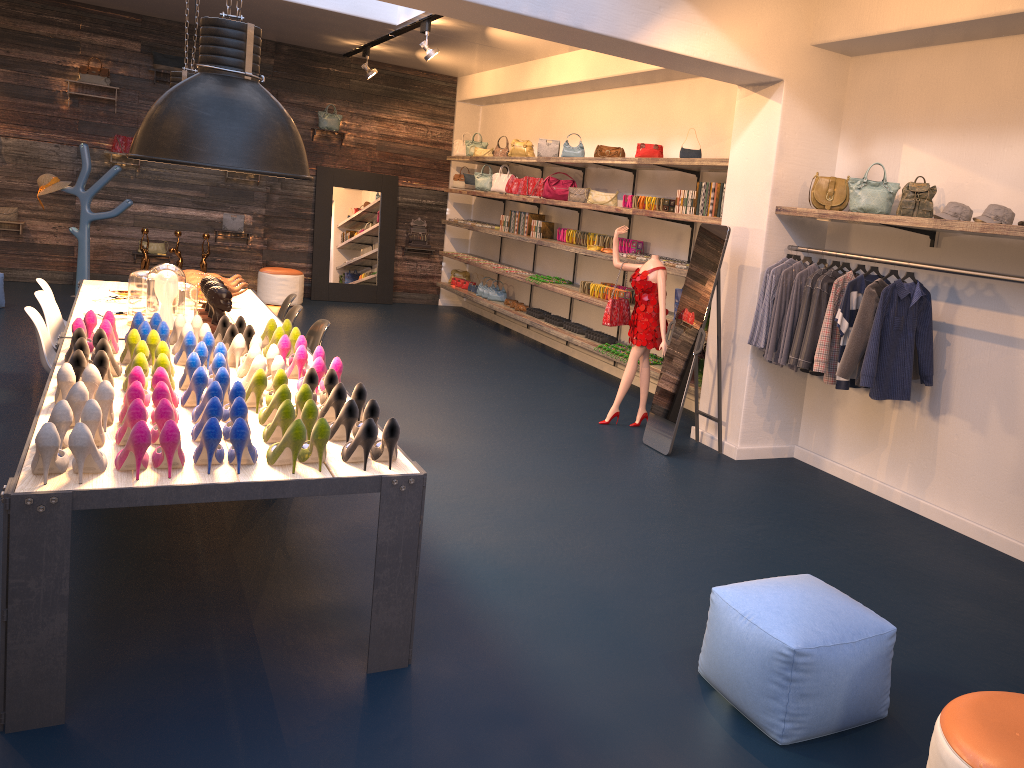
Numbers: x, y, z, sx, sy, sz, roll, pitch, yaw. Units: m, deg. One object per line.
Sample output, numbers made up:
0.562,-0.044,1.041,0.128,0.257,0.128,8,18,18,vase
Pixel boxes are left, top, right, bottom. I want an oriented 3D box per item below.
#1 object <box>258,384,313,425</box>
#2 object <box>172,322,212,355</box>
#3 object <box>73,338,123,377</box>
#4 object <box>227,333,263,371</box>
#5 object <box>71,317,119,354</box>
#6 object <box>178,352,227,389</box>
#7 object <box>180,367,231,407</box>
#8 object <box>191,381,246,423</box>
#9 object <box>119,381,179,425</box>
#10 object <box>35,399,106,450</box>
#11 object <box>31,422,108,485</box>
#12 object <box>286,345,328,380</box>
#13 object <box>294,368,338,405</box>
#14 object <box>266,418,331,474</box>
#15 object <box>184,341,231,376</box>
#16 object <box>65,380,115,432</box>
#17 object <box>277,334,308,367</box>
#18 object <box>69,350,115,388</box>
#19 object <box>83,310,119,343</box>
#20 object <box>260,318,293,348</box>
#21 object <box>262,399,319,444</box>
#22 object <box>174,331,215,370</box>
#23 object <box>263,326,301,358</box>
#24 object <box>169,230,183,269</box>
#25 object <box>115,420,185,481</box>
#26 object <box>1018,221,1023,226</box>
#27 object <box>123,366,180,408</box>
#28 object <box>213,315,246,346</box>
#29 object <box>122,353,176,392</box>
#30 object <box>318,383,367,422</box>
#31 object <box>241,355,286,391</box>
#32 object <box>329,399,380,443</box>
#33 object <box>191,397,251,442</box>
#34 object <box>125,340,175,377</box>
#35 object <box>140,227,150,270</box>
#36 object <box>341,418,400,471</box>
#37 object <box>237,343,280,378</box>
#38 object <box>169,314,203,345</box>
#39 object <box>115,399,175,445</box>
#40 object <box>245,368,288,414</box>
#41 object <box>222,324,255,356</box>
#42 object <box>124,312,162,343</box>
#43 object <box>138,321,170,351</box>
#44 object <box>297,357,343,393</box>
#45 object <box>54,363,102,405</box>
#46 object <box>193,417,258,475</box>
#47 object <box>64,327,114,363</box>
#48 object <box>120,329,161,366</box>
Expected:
-0.906,0.074,3.515,0.217,0.193,0.227,1,11,-31,object
-1.668,-0.242,4.567,0.216,0.193,0.228,2,11,-27,object
-1.869,-0.126,3.896,0.213,0.193,0.232,3,10,-19,object
-1.370,-0.177,4.439,0.217,0.193,0.227,1,11,-31,object
-2.091,-0.246,4.339,0.217,0.193,0.234,4,10,-15,object
-1.373,-0.064,3.897,0.223,0.193,0.229,2,11,-27,object
-1.268,0.005,3.633,0.216,0.193,0.228,2,11,-27,object
-1.144,0.063,3.427,0.217,0.193,0.227,1,11,-29,object
-1.371,0.065,3.284,0.214,0.193,0.230,3,11,-22,object
-1.480,0.126,2.928,0.218,0.193,0.226,0,12,-35,object
-1.373,0.189,2.688,0.214,0.193,0.231,3,11,-21,object
-1.019,-0.115,4.352,0.213,0.193,0.231,3,10,-20,object
-0.857,0.006,3.873,0.213,0.193,0.232,3,10,-18,object
-0.741,0.192,3.051,0.218,0.193,0.226,0,12,-33,object
-1.443,-0.122,4.131,0.216,0.193,0.228,2,11,-27,object
-1.559,0.064,3.176,0.219,0.193,0.225,-2,13,-40,object
-1.169,-0.179,4.567,0.216,0.193,0.228,2,11,-27,object
-1.785,-0.065,3.656,0.217,0.193,0.227,1,11,-31,object
-2.181,-0.307,4.572,0.217,0.193,0.226,0,12,-32,object
-1.359,-0.296,5.012,0.216,0.193,0.228,2,11,-27,object
-0.826,0.132,3.289,0.216,0.193,0.228,2,11,-27,object
-1.576,-0.184,4.349,0.216,0.193,0.228,2,11,-27,object
-1.254,-0.236,4.787,0.216,0.193,0.228,2,11,-27,object
-2.647,-0.973,6.804,0.134,0.464,0.146,8,8,16,object
-1.165,0.189,2.815,0.217,0.193,0.227,1,11,-29,object
2.965,-0.933,4.849,0.251,0.134,0.168,5,10,-8,object
-1.460,0.006,3.511,0.213,0.193,0.232,3,10,-19,object
-1.595,-0.306,4.918,0.216,0.193,0.228,2,11,-27,object
-1.561,-0.056,3.746,0.216,0.193,0.228,2,11,-27,object
-0.706,0.070,3.655,0.216,0.193,0.228,2,11,-27,object
-1.136,-0.056,4.002,0.216,0.193,0.228,2,11,-27,object
-0.615,0.133,3.411,0.216,0.193,0.228,2,11,-27,object
-1.063,0.121,3.199,0.216,0.193,0.228,2,11,-27,object
-1.661,-0.121,3.995,0.216,0.193,0.228,2,11,-27,object
-2.844,-0.975,6.695,0.146,0.464,0.134,4,8,-16,object
-0.506,0.196,3.176,0.216,0.193,0.228,2,11,-27,object
-1.226,-0.119,4.246,0.216,0.193,0.228,2,11,-27,object
-1.781,-0.303,4.791,0.213,0.193,0.231,3,10,-20,object
-1.275,0.125,3.054,0.216,0.193,0.228,2,11,-27,object
-1.054,0.011,3.731,0.216,0.193,0.228,2,11,-27,object
-1.476,-0.241,4.677,0.217,0.193,0.227,1,11,-29,object
-1.975,-0.307,4.695,0.216,0.193,0.228,2,11,-27,object
-1.857,-0.243,4.460,0.218,0.193,0.226,0,12,-35,object
-0.901,-0.051,4.119,0.217,0.193,0.227,1,11,-30,object
-1.692,-0.004,3.422,0.212,0.193,0.232,3,10,-18,object
-0.969,0.186,2.947,0.213,0.193,0.232,3,10,-19,object
-1.994,-0.185,4.102,0.216,0.193,0.228,2,11,-27,object
-1.793,-0.186,4.230,0.215,0.193,0.230,2,11,-23,object
